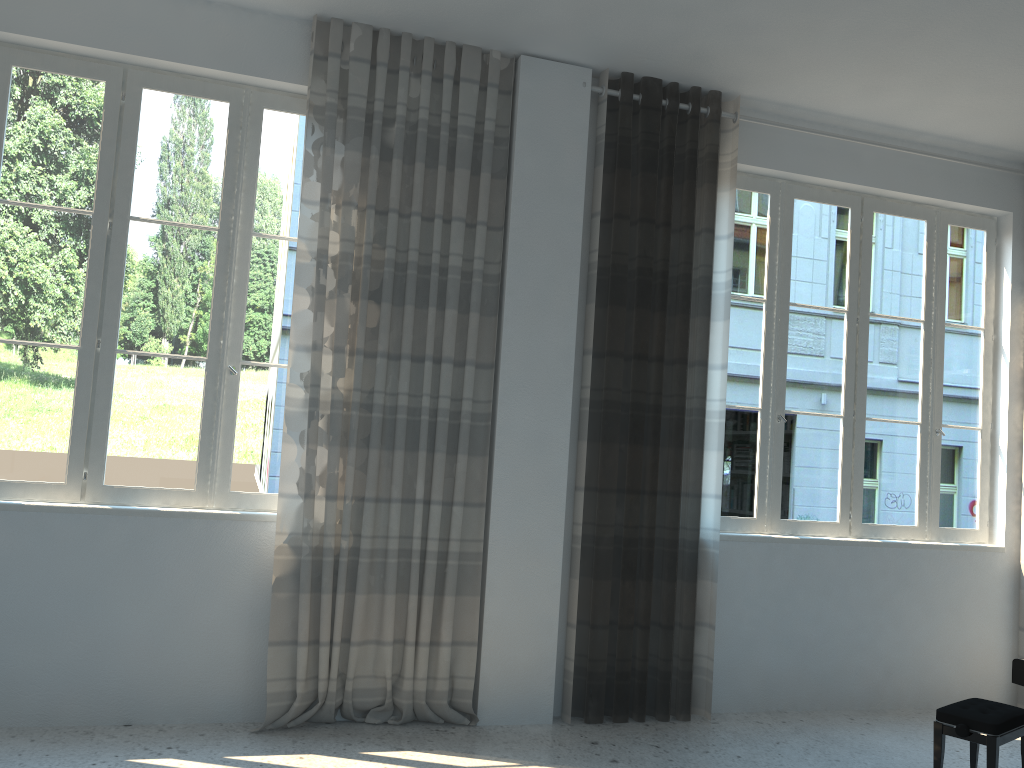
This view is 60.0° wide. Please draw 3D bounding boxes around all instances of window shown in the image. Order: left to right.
[{"bbox_3d":[3.068,-5.955,22.177,18.534,18.522,32.828,5,-5,-13],"label":"window"},{"bbox_3d":[1.975,-0.114,5.070,1.983,2.007,0.073,5,-4,-17],"label":"window"}]

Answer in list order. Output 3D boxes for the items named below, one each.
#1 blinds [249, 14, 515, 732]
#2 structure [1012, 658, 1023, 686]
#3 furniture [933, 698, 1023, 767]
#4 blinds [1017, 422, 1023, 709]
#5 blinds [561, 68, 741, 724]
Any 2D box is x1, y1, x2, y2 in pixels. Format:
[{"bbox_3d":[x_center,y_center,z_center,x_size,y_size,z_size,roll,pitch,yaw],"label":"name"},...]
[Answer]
[{"bbox_3d":[-0.554,-0.086,4.122,1.026,3.258,0.183,5,-4,-17],"label":"blinds"},{"bbox_3d":[2.789,1.233,2.615,1.335,0.832,1.919,5,-5,-16],"label":"structure"},{"bbox_3d":[1.932,1.497,3.636,0.467,0.353,0.240,8,-6,-41],"label":"furniture"},{"bbox_3d":[3.383,0.294,5.297,0.776,3.228,0.140,5,-4,-17],"label":"blinds"},{"bbox_3d":[0.715,0.050,4.504,0.776,3.228,0.140,5,-4,-17],"label":"blinds"}]
